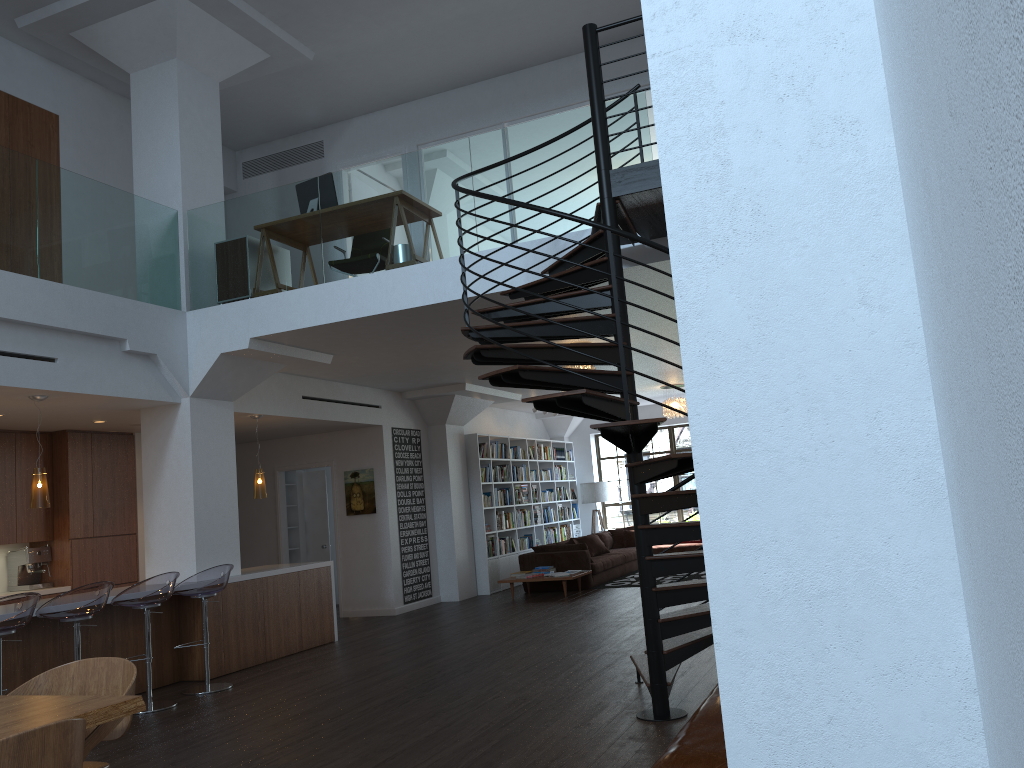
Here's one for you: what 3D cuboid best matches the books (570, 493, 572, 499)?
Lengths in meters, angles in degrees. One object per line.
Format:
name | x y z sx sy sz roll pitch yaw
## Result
books | 1.059 2.128 17.223 0.159 0.248 0.089 -8 -8 22

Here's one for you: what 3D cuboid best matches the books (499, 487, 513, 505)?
books | -0.099 1.839 14.482 0.176 0.294 0.102 -8 -8 22

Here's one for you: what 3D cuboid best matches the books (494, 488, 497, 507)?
books | -0.346 1.787 13.913 0.197 0.283 0.065 -8 -8 22

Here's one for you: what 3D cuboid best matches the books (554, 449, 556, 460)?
books | 0.750 1.339 16.712 0.161 0.223 0.032 -8 -8 22

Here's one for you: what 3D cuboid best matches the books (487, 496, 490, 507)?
books | -0.401 1.822 13.691 0.120 0.167 0.020 -8 -8 22

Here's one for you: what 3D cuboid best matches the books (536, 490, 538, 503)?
books | 0.363 1.980 15.575 0.161 0.223 0.031 -8 -8 22

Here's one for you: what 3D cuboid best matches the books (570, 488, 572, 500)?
books | 1.080 2.143 17.246 0.161 0.222 0.084 -8 -8 22

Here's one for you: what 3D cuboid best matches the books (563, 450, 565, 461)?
books | 0.914 1.368 17.150 0.183 0.253 0.042 -8 -8 22

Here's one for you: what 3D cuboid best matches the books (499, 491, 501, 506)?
books | -0.265 1.822 14.081 0.170 0.245 0.057 -8 -8 22

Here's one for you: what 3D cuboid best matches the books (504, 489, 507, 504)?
books | -0.186 1.840 14.313 0.180 0.259 0.060 -8 -8 22

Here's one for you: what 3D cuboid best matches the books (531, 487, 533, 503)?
books | 0.255 1.929 15.356 0.198 0.284 0.046 -8 -8 22

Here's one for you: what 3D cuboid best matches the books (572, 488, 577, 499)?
books | 1.152 2.164 17.420 0.182 0.215 0.188 -8 -8 22

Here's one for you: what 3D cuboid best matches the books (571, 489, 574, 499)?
books | 1.109 2.160 17.340 0.167 0.210 0.162 -8 -8 22

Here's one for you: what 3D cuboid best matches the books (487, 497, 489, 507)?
books | -0.412 1.825 13.655 0.110 0.153 0.019 -8 -8 22

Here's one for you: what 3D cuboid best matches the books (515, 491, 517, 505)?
books | -0.004 1.892 14.688 0.161 0.223 0.032 -8 -8 22

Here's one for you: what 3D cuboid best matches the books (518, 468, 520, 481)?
books | 0.037 1.535 14.933 0.167 0.230 0.037 -8 -8 22

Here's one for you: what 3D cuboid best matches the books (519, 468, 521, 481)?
books | 0.071 1.543 14.983 0.161 0.223 0.027 -8 -8 22

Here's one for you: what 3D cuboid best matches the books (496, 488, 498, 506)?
books | -0.319 1.789 13.967 0.176 0.290 0.053 -8 -8 22

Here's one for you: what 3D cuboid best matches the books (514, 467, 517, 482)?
books | -0.020 1.514 14.773 0.174 0.239 0.045 -8 -8 22

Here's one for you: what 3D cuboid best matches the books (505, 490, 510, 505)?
books | -0.135 1.849 14.391 0.182 0.253 0.034 -8 -8 22

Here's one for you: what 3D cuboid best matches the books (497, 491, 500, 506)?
books | -0.282 1.820 14.032 0.174 0.239 0.045 -8 -8 22

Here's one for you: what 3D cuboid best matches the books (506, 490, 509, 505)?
books | -0.144 1.851 14.351 0.174 0.239 0.045 -8 -8 22

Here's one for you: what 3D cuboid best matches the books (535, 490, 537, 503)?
books | 0.348 1.973 15.507 0.161 0.223 0.030 -8 -8 22

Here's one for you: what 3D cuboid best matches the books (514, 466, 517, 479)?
books | -0.021 1.512 14.832 0.180 0.259 0.060 -8 -8 22

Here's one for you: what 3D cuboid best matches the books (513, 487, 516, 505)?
books | -0.050 1.857 14.633 0.198 0.284 0.049 -8 -8 22

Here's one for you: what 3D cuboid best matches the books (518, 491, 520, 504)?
books | 0.047 1.902 14.795 0.161 0.223 0.032 -8 -8 22

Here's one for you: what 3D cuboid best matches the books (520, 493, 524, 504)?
books | 0.106 1.925 14.940 0.161 0.207 0.135 -8 -8 21

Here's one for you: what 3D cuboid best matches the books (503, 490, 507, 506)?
books | -0.184 1.835 14.261 0.182 0.253 0.034 -8 -8 22

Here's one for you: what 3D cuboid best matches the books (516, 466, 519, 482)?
books | 0.017 1.516 14.866 0.182 0.253 0.034 -8 -8 22

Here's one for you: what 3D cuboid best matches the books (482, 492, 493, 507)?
books | -0.380 1.799 13.778 0.140 0.231 0.042 -8 -8 22

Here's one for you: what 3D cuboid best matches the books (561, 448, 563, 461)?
books | 0.882 1.360 17.069 0.183 0.253 0.042 -8 -8 22

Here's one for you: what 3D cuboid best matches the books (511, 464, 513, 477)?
books | -0.081 1.477 14.654 0.176 0.294 0.102 -8 -8 22

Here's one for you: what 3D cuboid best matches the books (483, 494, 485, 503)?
books | -0.478 1.792 13.543 0.127 0.200 0.020 -8 -8 22

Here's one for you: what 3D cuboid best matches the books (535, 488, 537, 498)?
books | 0.347 1.964 15.545 0.183 0.253 0.039 -8 -8 22

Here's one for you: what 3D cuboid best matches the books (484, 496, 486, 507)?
books | -0.463 1.803 13.558 0.128 0.178 0.022 -8 -8 22

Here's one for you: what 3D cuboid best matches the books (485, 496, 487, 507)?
books | -0.456 1.806 13.578 0.128 0.178 0.021 -8 -8 22

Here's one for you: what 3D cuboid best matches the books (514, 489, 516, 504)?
books | -0.025 1.877 14.665 0.160 0.251 0.031 -8 -8 22

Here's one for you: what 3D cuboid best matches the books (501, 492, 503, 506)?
books | -0.232 1.838 14.139 0.161 0.223 0.027 -8 -8 22

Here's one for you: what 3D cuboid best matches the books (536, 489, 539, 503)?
books | 0.377 1.972 15.607 0.171 0.246 0.036 -8 -8 22

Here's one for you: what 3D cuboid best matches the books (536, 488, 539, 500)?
books | 0.388 1.973 15.642 0.160 0.251 0.036 -8 -8 22

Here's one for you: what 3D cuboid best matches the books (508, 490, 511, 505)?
books | -0.112 1.850 14.418 0.182 0.253 0.034 -8 -8 22

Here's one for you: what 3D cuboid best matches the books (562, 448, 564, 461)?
books | 0.899 1.364 17.109 0.183 0.253 0.042 -8 -8 22

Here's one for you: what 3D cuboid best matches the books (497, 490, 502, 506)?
books | -0.251 1.824 14.120 0.159 0.250 0.026 -8 -8 22

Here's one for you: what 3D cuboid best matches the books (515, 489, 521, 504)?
books | 0.047 1.892 14.836 0.183 0.253 0.042 -8 -8 22

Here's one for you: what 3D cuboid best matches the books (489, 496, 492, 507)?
books | -0.375 1.825 13.736 0.107 0.167 0.017 -8 -8 22

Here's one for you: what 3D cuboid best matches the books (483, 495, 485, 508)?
books | -0.490 1.790 13.512 0.136 0.196 0.045 -8 -8 22

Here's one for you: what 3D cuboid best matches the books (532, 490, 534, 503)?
books | 0.300 1.963 15.407 0.161 0.223 0.030 -8 -8 22

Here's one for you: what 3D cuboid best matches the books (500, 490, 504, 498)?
books | -0.219 1.835 14.238 0.182 0.253 0.034 -8 -8 22

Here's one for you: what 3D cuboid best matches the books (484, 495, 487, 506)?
books | -0.453 1.806 13.605 0.134 0.184 0.030 -8 -8 22

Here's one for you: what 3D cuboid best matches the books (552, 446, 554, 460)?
books | 0.673 1.300 16.600 0.198 0.284 0.049 -8 -8 22

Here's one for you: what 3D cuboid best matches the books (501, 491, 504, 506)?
books | -0.219 1.841 14.198 0.167 0.230 0.037 -8 -8 22

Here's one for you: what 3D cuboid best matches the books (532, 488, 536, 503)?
books | 0.315 1.952 15.445 0.174 0.251 0.051 -8 -8 22

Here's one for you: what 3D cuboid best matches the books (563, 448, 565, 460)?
books | 0.933 1.372 17.189 0.183 0.253 0.042 -8 -8 22

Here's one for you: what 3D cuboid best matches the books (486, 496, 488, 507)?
books | -0.441 1.811 13.628 0.128 0.178 0.022 -8 -8 22

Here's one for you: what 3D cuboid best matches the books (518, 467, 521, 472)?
books | 0.072 1.533 15.012 0.159 0.250 0.026 -8 -8 22

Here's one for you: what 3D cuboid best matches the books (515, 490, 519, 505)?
books | 0.013 1.887 14.728 0.174 0.240 0.054 -8 -8 22

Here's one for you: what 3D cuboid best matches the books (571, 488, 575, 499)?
books | 1.110 2.158 17.380 0.182 0.226 0.173 -8 -8 22

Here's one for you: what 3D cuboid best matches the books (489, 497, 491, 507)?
books | -0.384 1.825 13.713 0.106 0.162 0.032 -8 -8 22
